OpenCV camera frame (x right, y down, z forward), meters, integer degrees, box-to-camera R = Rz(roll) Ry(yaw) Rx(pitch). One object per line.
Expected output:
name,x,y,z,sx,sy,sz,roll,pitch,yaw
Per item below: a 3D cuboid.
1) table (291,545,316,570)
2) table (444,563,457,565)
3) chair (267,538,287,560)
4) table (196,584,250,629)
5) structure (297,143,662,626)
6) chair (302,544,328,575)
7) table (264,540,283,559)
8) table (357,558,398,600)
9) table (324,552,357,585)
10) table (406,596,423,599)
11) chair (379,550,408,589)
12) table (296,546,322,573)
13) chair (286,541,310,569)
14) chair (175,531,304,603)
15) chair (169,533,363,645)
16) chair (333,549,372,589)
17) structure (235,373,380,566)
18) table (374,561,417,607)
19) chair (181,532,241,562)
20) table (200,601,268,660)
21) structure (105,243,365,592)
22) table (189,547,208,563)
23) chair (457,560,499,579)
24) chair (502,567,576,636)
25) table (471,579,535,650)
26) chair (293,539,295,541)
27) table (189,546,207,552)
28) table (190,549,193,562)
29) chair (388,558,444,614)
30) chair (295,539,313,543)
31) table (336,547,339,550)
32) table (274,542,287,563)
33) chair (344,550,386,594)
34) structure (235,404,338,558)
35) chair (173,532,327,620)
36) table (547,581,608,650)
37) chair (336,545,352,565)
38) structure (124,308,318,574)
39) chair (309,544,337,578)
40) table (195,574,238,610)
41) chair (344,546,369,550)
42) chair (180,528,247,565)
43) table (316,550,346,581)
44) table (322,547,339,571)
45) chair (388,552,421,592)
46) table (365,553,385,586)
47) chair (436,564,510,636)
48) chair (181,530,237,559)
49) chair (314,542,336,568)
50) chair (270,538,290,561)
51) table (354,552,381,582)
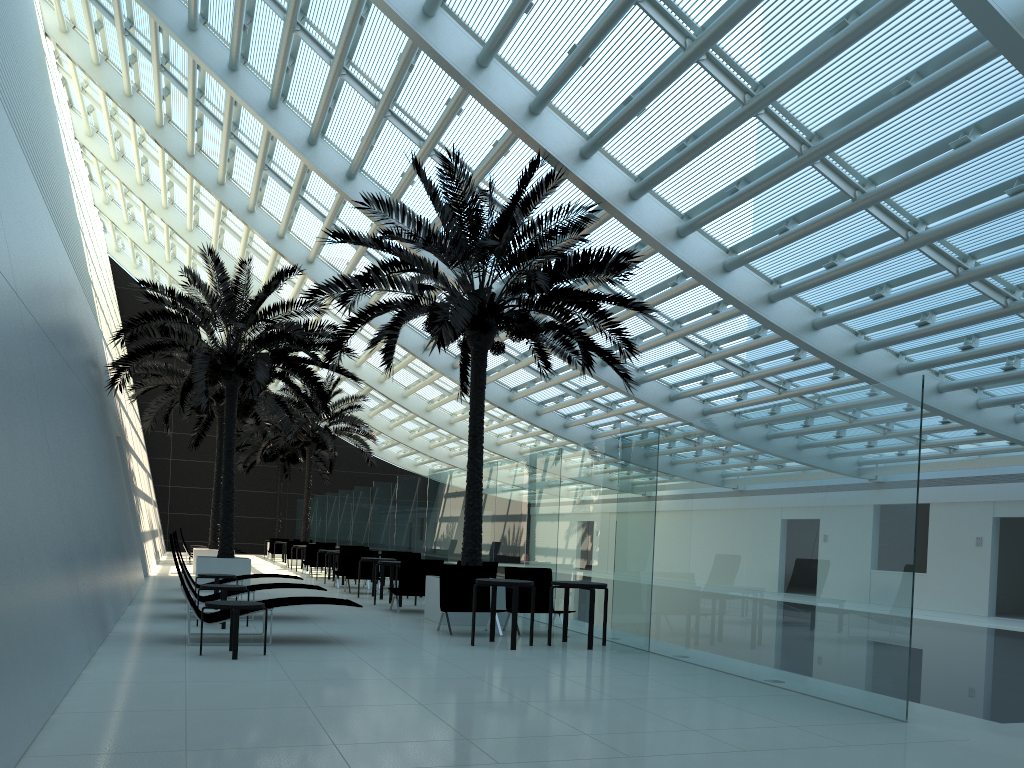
table,-6.591,5.499,27.588,0.679,0.772,0.688,1,-4,18
table,-1.142,3.640,15.791,0.679,0.772,0.688,1,-5,22
chair,-9.634,6.766,35.769,0.719,0.877,0.896,4,-5,-20
table,-3.633,2.792,10.965,0.553,0.511,0.561,0,-6,22
structure,-0.493,0.070,12.943,4.824,6.941,4.489,3,-3,-2
chair,-5.646,5.048,25.136,0.719,0.877,0.896,4,-5,-20
table,-10.081,6.998,36.869,0.679,0.772,0.688,0,-5,27
table,-2.612,3.785,16.978,0.679,0.772,0.688,1,-4,18
table,-4.098,4.420,20.914,0.679,0.772,0.688,1,-5,22
table,-1.705,3.887,17.319,0.679,0.772,0.688,1,-4,18
chair,-2.778,4.286,20.143,0.719,0.877,0.896,4,-5,-20
table,-6.093,5.280,26.235,0.679,0.772,0.688,1,-5,22
chair,-7.034,5.639,28.796,0.719,0.877,0.896,4,-5,-20
chair,-4.582,3.078,14.620,2.046,1.144,0.930,5,-5,-20
chair,-2.763,2.294,9.768,2.046,1.144,0.930,5,-5,-20
chair,-3.651,4.188,19.815,0.719,0.877,0.896,4,-5,-20
structure,-7.268,2.986,30.996,4.847,6.940,4.469,4,-3,-27
table,-2.049,3.537,15.450,0.679,0.772,0.688,1,-5,22
chair,-10.512,5.633,30.433,2.046,1.144,0.930,5,-5,-20
table,-2.724,2.400,8.539,0.553,0.511,0.561,0,-6,22
structure,-5.474,0.700,17.225,4.679,6.756,4.291,5,-4,-42
table,-10.473,5.739,29.204,0.553,0.511,0.561,0,-6,22
chair,-0.729,3.404,14.678,0.719,0.877,0.896,4,-5,-20
chair,0.362,2.926,11.725,0.719,0.877,0.896,4,-5,-20
table,-0.103,2.704,10.286,0.679,0.772,0.688,0,-5,27
chair,-8.761,6.864,36.097,0.719,0.877,0.896,4,-5,-20
table,-11.411,6.143,31.705,0.553,0.511,0.561,0,-6,22
table,-9.563,5.347,26.778,0.553,0.511,0.562,1,-6,18
chair,-1.602,3.305,14.350,0.719,0.877,0.896,4,-5,-20
chair,-8.175,6.604,34.491,0.719,0.877,0.896,4,-5,-20
table,-5.186,5.382,26.576,0.679,0.772,0.688,1,-5,22
table,-8.595,6.363,32.933,0.679,0.772,0.688,1,-4,18
chair,-3.060,3.926,18.197,0.719,0.877,0.896,4,-5,-20
structure,-10.124,4.230,38.686,4.491,6.940,4.824,5,-4,-42
chair,-3.672,2.686,12.194,2.046,1.144,0.930,5,-5,-20
table,0.804,2.806,10.627,0.679,0.772,0.688,0,-5,27
chair,-4.774,5.146,25.464,0.719,0.877,0.896,4,-5,-20
structure,-7.787,1.563,22.812,4.286,6.815,4.686,2,-3,13
chair,-5.060,4.788,23.531,0.719,0.877,0.896,4,-5,-20
table,-4.543,3.184,13.391,0.553,0.511,0.561,0,-6,22
chair,-4.187,4.886,23.859,0.719,0.877,0.896,4,-5,-20
chair,-9.602,5.241,28.007,2.046,1.144,0.930,5,-5,-20
table,-4.608,4.645,22.299,0.679,0.772,0.688,1,-4,18
table,-5.684,5.601,27.929,0.679,0.772,0.688,1,-4,18
chair,-2.187,4.024,18.525,0.719,0.877,0.896,4,-5,-20
table,-3.191,4.522,21.255,0.679,0.772,0.688,1,-5,22
chair,-0.510,2.827,11.397,0.719,0.877,0.896,4,-5,-20
chair,-11.450,6.037,32.934,2.046,1.144,0.930,5,-5,-20
chair,-6.162,5.737,29.124,0.719,0.877,0.896,4,-5,-20
chair,-9.047,6.506,34.163,0.719,0.877,0.896,4,-5,-20
table,-3.701,4.747,22.641,0.679,0.772,0.688,1,-4,18
